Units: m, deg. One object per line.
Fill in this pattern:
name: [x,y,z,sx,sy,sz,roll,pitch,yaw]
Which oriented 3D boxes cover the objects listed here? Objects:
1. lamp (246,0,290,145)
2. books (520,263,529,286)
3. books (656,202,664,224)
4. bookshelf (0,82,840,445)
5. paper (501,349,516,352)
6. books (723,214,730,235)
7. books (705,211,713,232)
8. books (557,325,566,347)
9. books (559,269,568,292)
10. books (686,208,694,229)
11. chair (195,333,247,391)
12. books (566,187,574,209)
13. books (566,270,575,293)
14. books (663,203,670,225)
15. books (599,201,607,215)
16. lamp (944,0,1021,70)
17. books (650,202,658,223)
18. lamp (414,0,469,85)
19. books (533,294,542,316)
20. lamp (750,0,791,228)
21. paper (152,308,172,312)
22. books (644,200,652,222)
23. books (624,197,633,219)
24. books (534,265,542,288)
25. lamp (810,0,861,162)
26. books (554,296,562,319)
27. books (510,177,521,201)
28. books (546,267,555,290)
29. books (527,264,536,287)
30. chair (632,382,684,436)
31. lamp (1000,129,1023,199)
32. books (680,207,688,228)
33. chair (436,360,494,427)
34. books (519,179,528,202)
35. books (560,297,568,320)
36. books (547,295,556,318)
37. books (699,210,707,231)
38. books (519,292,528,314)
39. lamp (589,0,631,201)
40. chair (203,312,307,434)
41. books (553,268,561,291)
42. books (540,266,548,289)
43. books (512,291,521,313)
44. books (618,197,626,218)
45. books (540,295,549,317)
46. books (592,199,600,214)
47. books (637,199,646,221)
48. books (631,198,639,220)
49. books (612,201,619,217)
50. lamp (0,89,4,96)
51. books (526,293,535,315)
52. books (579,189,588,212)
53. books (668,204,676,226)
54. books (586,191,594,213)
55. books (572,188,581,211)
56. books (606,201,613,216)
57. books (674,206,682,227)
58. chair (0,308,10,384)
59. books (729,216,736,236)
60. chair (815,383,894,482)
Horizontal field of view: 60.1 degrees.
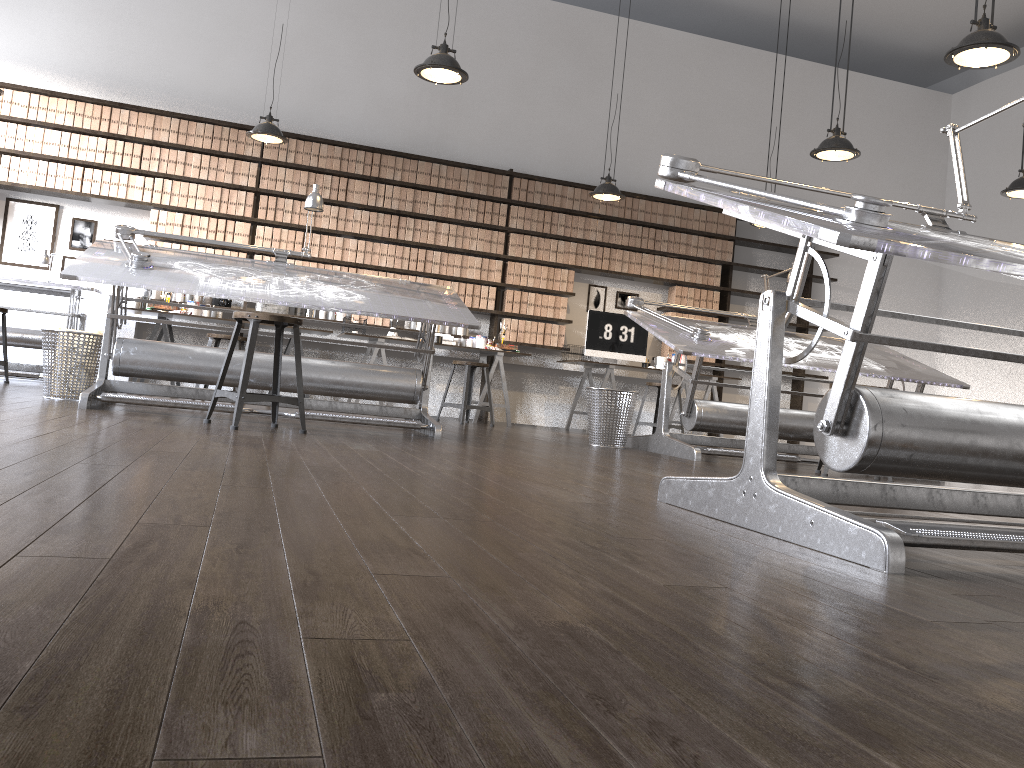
lamp: [-1.742,-2.978,6.781,0.309,2.260,0.313,9,-5,-37]
books: [0.097,-1.060,8.689,0.067,0.226,0.174,7,-3,-16]
books: [1.494,-1.742,9.127,0.067,0.226,0.174,7,-3,-17]
bookshelf: [-0.996,-0.597,8.439,9.161,3.219,0.373,6,-4,-16]
paper: [-0.037,-0.305,8.180,0.155,0.038,0.137,6,-1,-2]
books: [2.221,-1.665,9.346,0.066,0.226,0.174,7,-3,-17]
books: [2.025,-1.686,9.281,0.067,0.226,0.174,7,-3,-16]
books: [0.463,-0.465,8.780,0.066,0.226,0.174,7,-3,-17]
books: [0.489,-1.019,8.804,0.066,0.226,0.174,7,-3,-16]
books: [1.818,-1.707,9.229,0.066,0.226,0.174,7,-3,-16]
chair: [-2.276,-0.119,6.991,0.371,0.530,0.357,6,-3,-8]
books: [0.553,-1.841,8.855,0.066,0.226,0.174,7,-3,-17]
books: [0.556,-1.012,8.828,0.066,0.226,0.174,7,-3,-16]
books: [1.556,-1.735,9.150,0.066,0.226,0.174,7,-3,-16]
books: [0.893,-1.805,8.951,0.066,0.226,0.174,7,-3,-16]
lamp: [2.259,-2.608,4.126,0.311,2.273,0.311,5,-4,8]
books: [1.428,-1.748,9.113,0.066,0.226,0.174,7,-3,-16]
lamp: [-0.287,-2.858,5.064,0.311,2.260,0.311,5,-4,4]
books: [0.229,-0.769,8.722,0.066,0.226,0.174,7,-3,-16]
lamp: [2.396,-2.542,7.990,0.311,2.260,0.311,5,-4,8]
paper: [-2.893,-0.606,7.346,0.154,0.038,0.137,6,-1,-31]
books: [1.360,-1.756,9.094,0.066,0.226,0.174,7,-3,-16]
books: [1.155,-1.777,9.029,0.067,0.226,0.174,7,-3,-16]
books: [0.225,-1.046,8.730,0.066,0.226,0.174,7,-3,-17]
lamp: [2.196,-2.596,5.789,0.311,2.260,0.311,5,-4,8]
books: [0.425,-0.749,8.778,0.066,0.226,0.174,7,-3,-16]
books: [0.019,-1.897,8.703,0.066,0.226,0.174,7,-3,-16]
books: [0.353,-1.033,8.768,0.066,0.226,0.174,7,-3,-17]
books: [0.166,-1.053,8.711,0.066,0.226,0.174,7,-3,-17]
chair: [1.346,0.262,8.004,0.372,0.530,0.357,3,-4,42]
lamp: [3.678,-2.440,6.222,0.309,2.260,0.313,9,-5,-37]
books: [1.752,-1.714,9.207,0.066,0.226,0.174,7,-3,-16]
chair: [-0.374,0.080,7.474,0.370,0.530,0.359,8,-4,-43]
books: [0.092,-1.889,8.718,0.067,0.226,0.174,7,-3,-17]
books: [0.485,-0.742,8.794,0.066,0.226,0.174,7,-3,-16]
books: [0.362,-0.755,8.755,0.067,0.226,0.174,7,-3,-17]
books: [1.956,-1.693,9.261,0.066,0.226,0.174,7,-3,-17]
books: [0.093,-0.783,8.683,0.066,0.226,0.174,7,-3,-17]
lamp: [0.914,-2.698,7.557,0.311,2.260,0.311,5,-4,8]
chair: [-1.150,-0.050,4.068,0.357,0.530,0.372,8,-4,-38]
books: [0.421,-1.026,8.788,0.066,0.226,0.174,7,-3,-17]
books: [0.290,-1.040,8.744,0.067,0.226,0.174,7,-3,-16]
books: [0.023,-0.791,8.656,0.067,0.226,0.174,7,-3,-16]
books: [1.082,-1.785,9.013,0.066,0.226,0.174,7,-3,-17]
books: [0.296,-0.762,8.741,0.066,0.226,0.174,7,-3,-16]
books: [0.823,-1.812,8.934,0.066,0.226,0.174,7,-3,-16]
books: [1.294,-1.763,9.070,0.066,0.226,0.174,7,-3,-17]
books: [1.225,-1.770,9.055,0.066,0.226,0.174,7,-3,-17]
books: [1.021,-1.791,8.993,0.066,0.226,0.174,7,-3,-16]
lamp: [-3.598,-3.174,6.234,0.309,2.260,0.313,9,-5,-37]
books: [0.162,-0.776,8.698,0.066,0.226,0.174,7,-3,-17]
books: [0.689,-1.826,8.897,0.066,0.226,0.174,7,-3,-17]
books: [1.616,-1.729,9.166,0.066,0.226,0.174,7,-3,-16]
books: [0.755,-1.819,8.918,0.066,0.226,0.174,7,-3,-17]
books: [0.623,-1.833,8.873,0.067,0.226,0.174,7,-3,-16]
books: [0.962,-1.798,8.971,0.067,0.226,0.174,7,-3,-17]
books: [1.686,-1.721,9.184,0.067,0.226,0.174,7,-3,-17]
chair: [-3.671,-0.274,6.072,0.371,0.530,0.357,6,-3,-8]
books: [2.288,-1.658,9.362,0.066,0.226,0.174,7,-3,-16]
chair: [1.930,0.275,4.976,0.372,0.530,0.357,5,-3,12]
